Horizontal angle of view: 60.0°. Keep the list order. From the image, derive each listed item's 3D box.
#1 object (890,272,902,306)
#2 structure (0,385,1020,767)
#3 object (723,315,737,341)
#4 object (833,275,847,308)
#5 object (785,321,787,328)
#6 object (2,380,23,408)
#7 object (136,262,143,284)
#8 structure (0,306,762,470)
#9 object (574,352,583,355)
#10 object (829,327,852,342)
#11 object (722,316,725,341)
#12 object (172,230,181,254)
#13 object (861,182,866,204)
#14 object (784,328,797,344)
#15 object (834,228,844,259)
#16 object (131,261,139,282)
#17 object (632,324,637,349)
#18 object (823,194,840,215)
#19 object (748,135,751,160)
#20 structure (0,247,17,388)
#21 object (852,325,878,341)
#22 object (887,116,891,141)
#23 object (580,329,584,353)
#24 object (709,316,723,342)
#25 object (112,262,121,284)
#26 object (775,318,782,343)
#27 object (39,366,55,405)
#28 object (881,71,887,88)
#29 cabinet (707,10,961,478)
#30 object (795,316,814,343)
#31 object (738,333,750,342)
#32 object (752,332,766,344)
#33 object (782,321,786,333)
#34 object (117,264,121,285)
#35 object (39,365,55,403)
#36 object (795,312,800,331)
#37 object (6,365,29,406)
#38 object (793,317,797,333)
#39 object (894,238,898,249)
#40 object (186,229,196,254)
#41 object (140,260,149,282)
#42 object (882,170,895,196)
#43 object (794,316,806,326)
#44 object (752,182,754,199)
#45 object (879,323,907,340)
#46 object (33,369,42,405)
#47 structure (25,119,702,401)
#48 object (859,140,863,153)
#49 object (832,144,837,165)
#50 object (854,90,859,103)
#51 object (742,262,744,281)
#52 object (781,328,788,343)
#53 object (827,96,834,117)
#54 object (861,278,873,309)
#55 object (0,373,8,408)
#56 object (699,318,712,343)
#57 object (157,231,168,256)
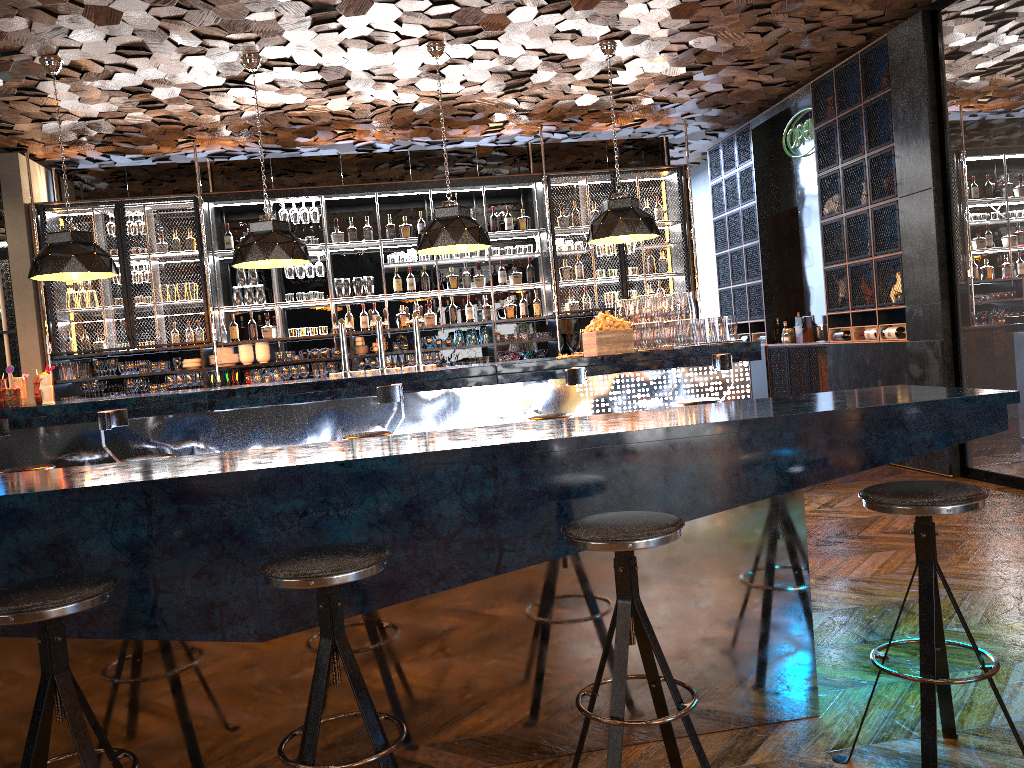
[{"bbox_3d":[3.286,-0.808,7.366,0.164,0.303,0.341,-5,2,-3],"label":"object"},{"bbox_3d":[-0.779,0.736,2.904,4.941,0.998,0.673,-5,2,-8],"label":"structure"},{"bbox_3d":[1.695,-0.424,6.871,0.105,0.209,0.105,-7,3,-33],"label":"object"},{"bbox_3d":[3.142,-0.858,8.243,0.175,0.351,0.369,-5,2,-3],"label":"object"},{"bbox_3d":[2.993,-0.566,9.667,0.065,0.237,0.065,-3,3,40],"label":"object"},{"bbox_3d":[-3.455,0.066,6.139,0.110,0.191,0.131,-5,2,4],"label":"object"},{"bbox_3d":[-3.847,-1.144,9.138,0.081,0.213,0.081,-5,2,-2],"label":"object"},{"bbox_3d":[-1.160,0.257,6.818,6.009,1.685,1.214,-5,2,-8],"label":"structure"},{"bbox_3d":[0.681,-0.259,7.286,0.273,0.019,0.437,-5,2,-8],"label":"object"},{"bbox_3d":[3.096,-0.461,8.216,0.122,0.133,0.396,-5,2,-8],"label":"object"},{"bbox_3d":[1.629,-0.423,6.983,0.105,0.209,0.105,-4,3,17],"label":"object"},{"bbox_3d":[-3.455,-1.460,9.121,0.073,0.246,0.072,-6,3,-23],"label":"object"},{"bbox_3d":[3.177,-1.660,7.744,0.126,0.249,0.253,-7,3,-38],"label":"object"},{"bbox_3d":[2.933,-0.507,9.355,0.106,0.164,0.106,-6,3,-18],"label":"object"},{"bbox_3d":[3.110,-1.299,8.220,0.167,0.356,0.255,-5,2,-3],"label":"object"},{"bbox_3d":[-3.826,-1.140,8.995,0.081,0.213,0.081,-5,2,-2],"label":"object"},{"bbox_3d":[0.987,-0.369,6.969,0.105,0.209,0.105,-4,3,17],"label":"object"},{"bbox_3d":[3.076,-1.657,8.194,0.192,0.221,0.403,-7,3,-39],"label":"object"},{"bbox_3d":[2.718,-2.641,9.935,0.116,0.358,0.198,-5,2,-8],"label":"object"},{"bbox_3d":[-6.958,-0.345,8.635,4.269,3.734,0.705,-5,2,-8],"label":"structure"},{"bbox_3d":[3.156,-0.448,7.794,0.122,0.132,0.396,-5,2,-8],"label":"object"},{"bbox_3d":[3.175,-2.102,7.313,0.114,0.290,0.249,-5,2,-8],"label":"object"},{"bbox_3d":[0.621,-0.353,7.392,0.105,0.209,0.105,-4,3,17],"label":"object"},{"bbox_3d":[1.587,-0.415,6.867,0.105,0.209,0.105,-7,3,-33],"label":"object"},{"bbox_3d":[-4.006,-1.123,8.969,0.081,0.213,0.081,-5,2,-2],"label":"object"},{"bbox_3d":[2.926,-0.582,9.740,0.080,0.279,0.080,-3,3,40],"label":"object"},{"bbox_3d":[-3.238,0.009,6.182,0.081,0.264,0.099,-4,3,13],"label":"object"},{"bbox_3d":[3.140,-2.494,7.302,0.138,0.222,0.278,-5,2,-8],"label":"object"},{"bbox_3d":[3.143,-1.124,8.891,0.691,3.514,4.416,-5,2,-8],"label":"cabinet"},{"bbox_3d":[3.013,-0.560,9.144,0.116,0.264,0.144,-5,2,-8],"label":"object"},{"bbox_3d":[2.790,-0.530,10.409,0.123,0.132,0.396,-5,2,-8],"label":"object"},{"bbox_3d":[2.845,-0.516,9.987,0.122,0.132,0.396,-5,2,-8],"label":"object"},{"bbox_3d":[2.956,-0.560,9.589,0.065,0.237,0.065,-7,3,-40],"label":"object"},{"bbox_3d":[-4.027,-1.128,9.112,0.081,0.213,0.081,-5,2,-2],"label":"object"},{"bbox_3d":[-3.309,0.003,6.300,0.080,0.277,0.091,-4,3,24],"label":"object"},{"bbox_3d":[3.054,-0.603,9.420,0.086,0.313,0.086,-3,3,35],"label":"object"},{"bbox_3d":[-3.532,0.010,6.356,0.116,0.298,0.105,-4,3,23],"label":"object"},{"bbox_3d":[3.061,-0.584,9.518,0.080,0.279,0.080,-3,3,40],"label":"object"},{"bbox_3d":[3.248,-1.200,7.380,0.119,0.220,0.212,-6,3,-24],"label":"object"},{"bbox_3d":[-3.312,-1.473,9.141,0.073,0.246,0.072,-5,2,7],"label":"object"},{"bbox_3d":[-3.737,-1.148,9.008,0.081,0.213,0.081,-5,2,-2],"label":"object"},{"bbox_3d":[3.210,-1.646,7.344,0.266,0.239,0.265,-6,3,-30],"label":"object"},{"bbox_3d":[3.177,-0.605,9.614,0.165,0.294,0.229,-7,3,-39],"label":"object"},{"bbox_3d":[2.759,-2.172,9.926,0.097,0.290,0.290,-5,2,-10],"label":"object"},{"bbox_3d":[3.218,-0.436,7.367,0.123,0.132,0.396,-5,2,-7],"label":"object"},{"bbox_3d":[-3.410,0.019,6.402,0.080,0.254,0.091,-5,2,-6],"label":"object"},{"bbox_3d":[-1.306,-0.773,9.269,6.750,3.553,1.143,-5,2,-8],"label":"structure"},{"bbox_3d":[3.137,-2.056,7.762,0.210,0.168,0.105,-5,2,-9],"label":"object"},{"bbox_3d":[3.033,-2.104,8.184,0.126,0.249,0.253,-5,2,-8],"label":"object"},{"bbox_3d":[3.083,-2.563,7.725,0.152,0.332,0.289,-6,3,-16],"label":"object"},{"bbox_3d":[2.832,-1.326,10.395,0.290,0.290,0.097,-4,3,30],"label":"object"},{"bbox_3d":[2.996,-0.518,9.494,0.228,0.164,0.117,-5,2,-7],"label":"object"},{"bbox_3d":[3.014,-2.535,8.141,0.126,0.249,0.253,-7,3,-38],"label":"object"},{"bbox_3d":[3.176,-0.805,7.818,0.131,0.280,0.208,-6,3,-26],"label":"object"},{"bbox_3d":[-3.604,0.046,6.264,0.078,0.246,0.084,-5,2,-10],"label":"object"},{"bbox_3d":[1.550,-0.421,7.093,0.105,0.209,0.105,-4,3,17],"label":"object"},{"bbox_3d":[-3.591,-1.445,9.102,0.108,0.244,0.108,-6,3,-20],"label":"object"}]
